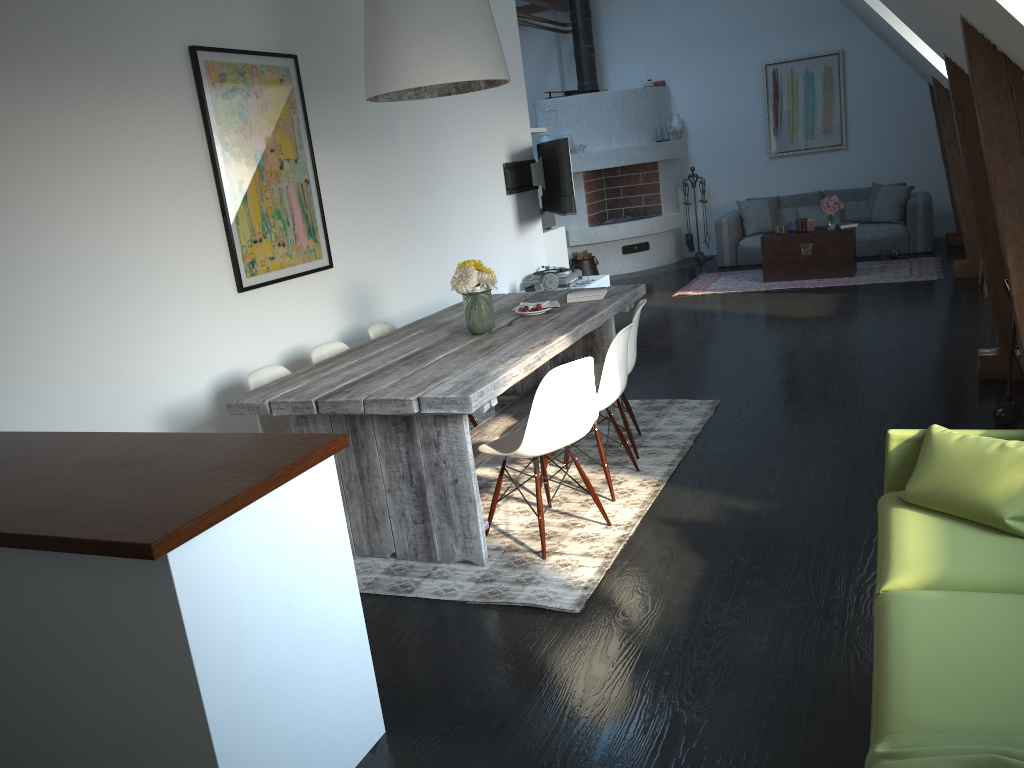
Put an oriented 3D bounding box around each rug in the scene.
[{"bbox_3d":[-0.100,0.474,4.693,1.898,0.022,2.677,-1,15,25],"label":"rug"},{"bbox_3d":[3.174,-1.161,9.532,2.647,0.029,1.512,-1,15,25],"label":"rug"}]

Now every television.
[{"bbox_3d":[0.147,-1.763,7.753,0.537,0.652,1.005,-10,14,-9],"label":"television"}]

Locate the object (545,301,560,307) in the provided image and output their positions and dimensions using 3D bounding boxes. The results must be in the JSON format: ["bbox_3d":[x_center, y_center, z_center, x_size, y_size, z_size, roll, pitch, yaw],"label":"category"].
[{"bbox_3d":[0.174,-0.439,4.946,0.182,0.014,0.185,-8,14,0],"label":"object"}]

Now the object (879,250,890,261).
[{"bbox_3d":[4.200,-1.456,10.007,0.101,0.090,0.277,-4,14,13],"label":"object"}]

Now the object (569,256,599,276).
[{"bbox_3d":[0.921,-1.461,11.368,0.384,0.313,0.384,-18,17,-37],"label":"object"}]

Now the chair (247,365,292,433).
[{"bbox_3d":[-0.895,0.308,4.148,0.542,0.801,0.465,-1,15,26],"label":"chair"}]

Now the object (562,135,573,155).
[{"bbox_3d":[0.695,-3.006,11.214,0.158,0.274,0.158,-14,15,-25],"label":"object"}]

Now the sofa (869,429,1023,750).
[{"bbox_3d":[1.207,0.596,1.800,0.898,0.825,2.093,-1,15,24],"label":"sofa"}]

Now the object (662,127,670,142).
[{"bbox_3d":[2.020,-3.282,11.664,0.092,0.180,0.092,-20,18,-40],"label":"object"}]

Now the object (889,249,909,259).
[{"bbox_3d":[4.356,-1.468,9.971,0.101,0.090,0.277,-12,14,-17],"label":"object"}]

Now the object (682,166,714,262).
[{"bbox_3d":[2.475,-2.290,11.921,0.376,1.245,0.376,-6,14,5],"label":"object"}]

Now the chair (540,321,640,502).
[{"bbox_3d":[0.362,0.111,4.265,0.542,0.801,0.465,-1,15,26],"label":"chair"}]

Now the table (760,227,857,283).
[{"bbox_3d":[3.161,-1.386,9.444,0.962,0.492,0.471,-1,15,25],"label":"table"}]

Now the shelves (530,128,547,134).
[{"bbox_3d":[-0.498,-2.318,8.484,1.604,0.038,0.478,-1,15,25],"label":"shelves"}]

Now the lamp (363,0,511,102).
[{"bbox_3d":[-0.560,-2.737,3.869,0.757,2.813,0.697,-11,14,-14],"label":"lamp"}]

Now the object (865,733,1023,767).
[{"bbox_3d":[0.843,0.749,1.290,0.722,0.493,0.711,-3,15,20],"label":"object"}]

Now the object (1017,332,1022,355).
[{"bbox_3d":[2.404,-0.214,4.141,0.087,0.155,0.087,-8,14,-2],"label":"object"}]

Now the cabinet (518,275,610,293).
[{"bbox_3d":[0.428,-0.590,7.677,0.623,0.507,1.069,-1,15,25],"label":"cabinet"}]

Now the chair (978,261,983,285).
[{"bbox_3d":[4.258,-1.195,7.650,0.342,0.696,0.329,-6,14,8],"label":"chair"}]

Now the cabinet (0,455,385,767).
[{"bbox_3d":[-1.501,0.316,1.192,4.208,2.369,3.033,-1,15,25],"label":"cabinet"}]

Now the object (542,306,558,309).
[{"bbox_3d":[0.170,-0.407,4.759,0.194,0.022,0.019,4,18,40],"label":"object"}]

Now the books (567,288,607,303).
[{"bbox_3d":[0.429,-0.515,5.063,0.202,0.042,0.251,-4,14,13],"label":"books"}]

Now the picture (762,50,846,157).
[{"bbox_3d":[3.719,-3.554,11.300,0.965,1.185,0.025,-1,15,25],"label":"picture"}]

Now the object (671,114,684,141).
[{"bbox_3d":[2.217,-3.429,11.901,0.165,0.368,0.165,-8,14,-2],"label":"object"}]

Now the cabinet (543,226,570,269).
[{"bbox_3d":[0.064,-1.018,8.736,0.869,0.921,0.638,-1,15,25],"label":"cabinet"}]

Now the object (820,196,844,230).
[{"bbox_3d":[3.327,-1.793,9.249,0.234,0.351,0.235,-11,14,-14],"label":"object"}]

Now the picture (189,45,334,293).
[{"bbox_3d":[-1.284,-1.137,4.682,0.036,1.181,0.808,-1,15,25],"label":"picture"}]

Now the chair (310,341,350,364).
[{"bbox_3d":[-0.706,0.180,4.563,0.542,0.801,0.465,1,16,30],"label":"chair"}]

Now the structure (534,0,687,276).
[{"bbox_3d":[0.819,-3.975,12.397,3.058,4.752,3.049,2,17,33],"label":"structure"}]

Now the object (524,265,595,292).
[{"bbox_3d":[0.392,-0.919,7.630,0.558,0.162,0.742,-2,15,22],"label":"object"}]

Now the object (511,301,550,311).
[{"bbox_3d":[0.104,-0.442,4.995,0.182,0.016,0.179,-3,15,20],"label":"object"}]

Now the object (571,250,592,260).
[{"bbox_3d":[0.892,-1.536,11.338,0.240,0.370,0.270,-1,15,24],"label":"object"}]

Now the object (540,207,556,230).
[{"bbox_3d":[0.128,-1.551,8.477,0.435,0.211,0.496,-1,15,24],"label":"object"}]

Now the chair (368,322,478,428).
[{"bbox_3d":[-0.483,0.035,5.028,0.542,0.801,0.465,-2,15,21],"label":"chair"}]

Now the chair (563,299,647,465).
[{"bbox_3d":[0.487,-0.028,4.759,0.542,0.801,0.465,-5,14,11],"label":"chair"}]

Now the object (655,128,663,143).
[{"bbox_3d":[1.917,-3.239,11.547,0.092,0.180,0.092,-18,17,-35],"label":"object"}]

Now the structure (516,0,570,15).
[{"bbox_3d":[-1.467,-3.957,7.589,10.230,3.562,15.910,0,16,30],"label":"structure"}]

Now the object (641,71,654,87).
[{"bbox_3d":[1.785,-4.014,11.678,0.231,0.221,0.066,-17,17,-33],"label":"object"}]

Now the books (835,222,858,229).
[{"bbox_3d":[3.498,-1.666,9.307,0.179,0.034,0.243,-7,14,3],"label":"books"}]

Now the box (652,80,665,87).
[{"bbox_3d":[1.927,-4.011,11.892,0.229,0.078,0.127,-1,15,25],"label":"box"}]

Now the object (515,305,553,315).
[{"bbox_3d":[0.119,-0.394,4.779,0.205,0.024,0.205,-3,14,17],"label":"object"}]

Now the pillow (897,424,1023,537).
[{"bbox_3d":[1.396,0.203,2.470,0.600,0.387,0.475,-2,15,22],"label":"pillow"}]

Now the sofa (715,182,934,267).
[{"bbox_3d":[3.825,-1.980,10.918,2.458,0.770,1.107,-1,15,25],"label":"sofa"}]

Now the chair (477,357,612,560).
[{"bbox_3d":[0.129,0.267,3.760,0.465,0.801,0.542,-18,17,-37],"label":"chair"}]

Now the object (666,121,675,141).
[{"bbox_3d":[2.111,-3.358,11.765,0.150,0.258,0.081,-16,16,-30],"label":"object"}]

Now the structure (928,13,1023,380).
[{"bbox_3d":[2.838,-0.909,4.668,1.023,1.963,12.350,-1,15,25],"label":"structure"}]

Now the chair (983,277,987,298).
[{"bbox_3d":[4.080,-1.086,7.305,0.342,0.696,0.329,-1,15,26],"label":"chair"}]

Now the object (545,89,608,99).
[{"bbox_3d":[0.819,-3.723,11.301,0.783,0.094,0.311,-5,14,11],"label":"object"}]

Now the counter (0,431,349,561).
[{"bbox_3d":[-1.063,0.570,1.101,3.365,0.038,3.085,-1,15,25],"label":"counter"}]

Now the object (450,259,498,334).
[{"bbox_3d":[-0.179,-0.432,4.371,0.233,0.365,0.293,-9,14,-4],"label":"object"}]

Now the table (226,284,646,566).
[{"bbox_3d":[-0.146,0.108,4.580,1.141,0.788,2.421,-1,15,25],"label":"table"}]

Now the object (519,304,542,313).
[{"bbox_3d":[0.102,-0.403,4.772,0.132,0.034,0.144,-8,14,-3],"label":"object"}]

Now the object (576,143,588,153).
[{"bbox_3d":[0.884,-2.983,11.209,0.161,0.114,0.064,0,16,27],"label":"object"}]

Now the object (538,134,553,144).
[{"bbox_3d":[0.443,-3.011,11.288,0.203,0.314,0.203,-5,14,9],"label":"object"}]

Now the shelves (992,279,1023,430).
[{"bbox_3d":[2.448,-0.056,3.954,0.438,0.732,0.803,-2,15,21],"label":"shelves"}]

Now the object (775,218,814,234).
[{"bbox_3d":[3.032,-1.691,9.451,0.413,0.138,0.215,3,17,36],"label":"object"}]

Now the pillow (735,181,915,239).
[{"bbox_3d":[3.781,-2.124,10.782,2.075,0.515,0.444,-1,15,25],"label":"pillow"}]

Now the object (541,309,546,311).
[{"bbox_3d":[0.135,-0.399,4.772,0.110,0.011,0.058,0,16,28],"label":"object"}]
